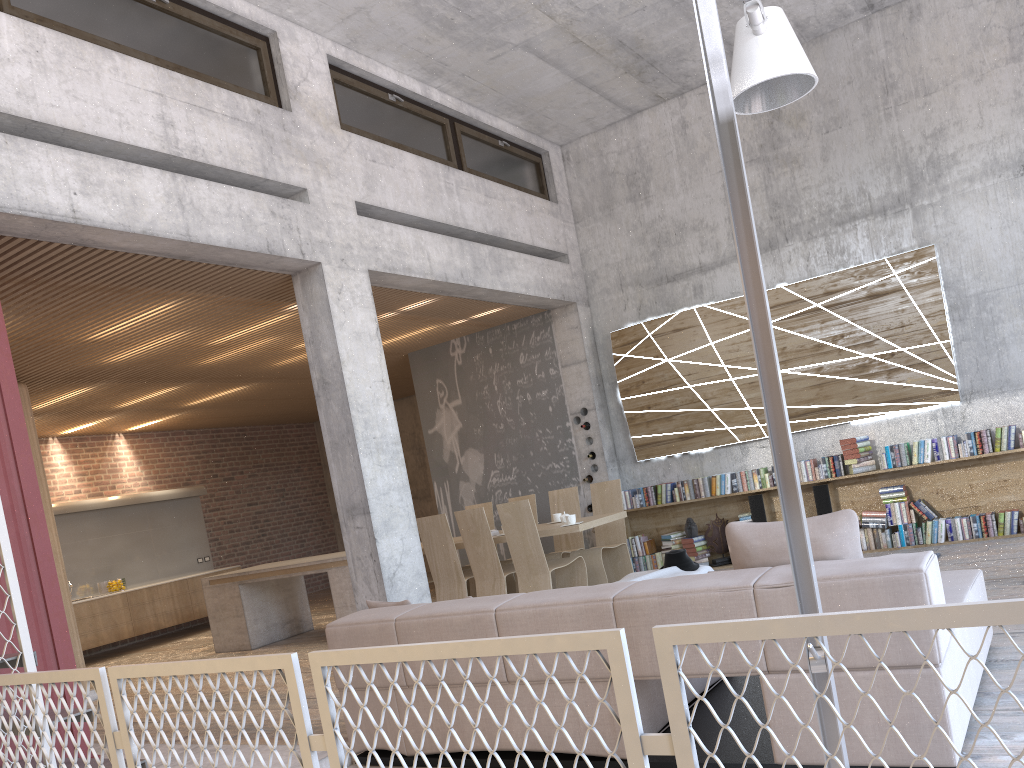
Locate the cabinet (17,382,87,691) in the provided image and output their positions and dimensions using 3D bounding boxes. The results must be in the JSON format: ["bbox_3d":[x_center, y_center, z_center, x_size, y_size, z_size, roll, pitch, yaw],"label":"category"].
[{"bbox_3d":[-6.418,1.913,9.074,3.807,3.130,1.497,-13,-1,32],"label":"cabinet"}]

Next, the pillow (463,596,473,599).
[{"bbox_3d":[-0.286,1.325,4.759,0.375,0.359,0.184,-12,-1,32],"label":"pillow"}]

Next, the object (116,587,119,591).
[{"bbox_3d":[-5.603,2.913,12.456,0.051,0.053,0.064,-10,-3,-15],"label":"object"}]

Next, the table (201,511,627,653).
[{"bbox_3d":[-1.225,2.218,9.528,5.260,0.923,1.001,-15,-4,32],"label":"table"}]

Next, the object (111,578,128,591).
[{"bbox_3d":[-5.721,2.929,12.783,0.193,0.170,0.188,-13,-4,43],"label":"object"}]

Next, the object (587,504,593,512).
[{"bbox_3d":[1.008,1.460,10.428,0.091,0.090,0.332,-12,-6,32],"label":"object"}]

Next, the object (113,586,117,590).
[{"bbox_3d":[-5.624,2.884,12.418,0.053,0.054,0.060,-13,-3,44],"label":"object"}]

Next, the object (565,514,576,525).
[{"bbox_3d":[0.534,1.219,7.866,0.092,0.088,0.118,-10,-3,-14],"label":"object"}]

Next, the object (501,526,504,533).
[{"bbox_3d":[-0.047,1.377,8.294,0.092,0.088,0.118,-10,-3,-14],"label":"object"}]

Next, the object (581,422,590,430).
[{"bbox_3d":[0.892,0.489,10.258,0.091,0.090,0.332,-12,-6,32],"label":"object"}]

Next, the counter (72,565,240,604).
[{"bbox_3d":[-5.699,2.991,12.527,0.662,0.020,4.041,-15,-7,31],"label":"counter"}]

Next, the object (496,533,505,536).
[{"bbox_3d":[-0.043,1.421,8.308,0.187,0.014,0.184,-13,-7,18],"label":"object"}]

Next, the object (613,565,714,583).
[{"bbox_3d":[1.204,1.602,6.507,1.578,0.502,1.061,-6,-7,-39],"label":"object"}]

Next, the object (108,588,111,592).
[{"bbox_3d":[-5.717,2.930,12.479,0.059,0.057,0.052,-10,-2,-21],"label":"object"}]

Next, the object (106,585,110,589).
[{"bbox_3d":[-5.743,2.888,12.487,0.064,0.051,0.052,-13,-3,36],"label":"object"}]

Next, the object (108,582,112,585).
[{"bbox_3d":[-5.715,2.836,12.464,0.063,0.051,0.053,-12,-3,25],"label":"object"}]

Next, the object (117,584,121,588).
[{"bbox_3d":[-5.592,2.877,12.478,0.060,0.055,0.052,-8,-3,-44],"label":"object"}]

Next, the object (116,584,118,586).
[{"bbox_3d":[-5.622,2.880,12.486,0.051,0.053,0.063,-10,-3,-15],"label":"object"}]

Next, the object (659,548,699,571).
[{"bbox_3d":[1.257,1.336,6.632,0.305,0.169,0.297,-12,-5,19],"label":"object"}]

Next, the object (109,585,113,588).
[{"bbox_3d":[-5.687,2.876,12.461,0.052,0.053,0.061,-12,-3,39],"label":"object"}]

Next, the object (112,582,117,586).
[{"bbox_3d":[-5.642,2.843,12.441,0.061,0.052,0.054,-10,-2,-10],"label":"object"}]

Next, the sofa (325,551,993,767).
[{"bbox_3d":[1.082,1.337,5.174,3.040,0.784,2.984,-14,-7,32],"label":"sofa"}]

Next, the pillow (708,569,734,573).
[{"bbox_3d":[1.102,0.984,3.996,0.377,0.373,0.168,-11,1,6],"label":"pillow"}]

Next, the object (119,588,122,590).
[{"bbox_3d":[-5.612,2.926,12.536,0.051,0.056,0.061,-11,-3,23],"label":"object"}]

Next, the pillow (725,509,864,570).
[{"bbox_3d":[1.243,0.826,3.764,0.571,0.557,0.218,-12,0,34],"label":"pillow"}]

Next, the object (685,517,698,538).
[{"bbox_3d":[1.995,1.601,9.783,0.147,0.229,0.134,-11,0,29],"label":"object"}]

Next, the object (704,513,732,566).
[{"bbox_3d":[2.312,1.713,9.741,0.343,0.569,0.196,-11,1,-8],"label":"object"}]

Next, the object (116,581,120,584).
[{"bbox_3d":[-5.603,2.828,12.481,0.051,0.053,0.064,-10,-3,-10],"label":"object"}]

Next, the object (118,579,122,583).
[{"bbox_3d":[-5.611,2.824,12.548,0.050,0.060,0.060,-10,-2,-23],"label":"object"}]

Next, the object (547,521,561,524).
[{"bbox_3d":[0.465,1.375,8.743,0.188,0.014,0.183,-15,-8,35],"label":"object"}]

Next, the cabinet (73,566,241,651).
[{"bbox_3d":[-5.943,2.673,12.629,1.090,2.068,4.077,-10,-4,32],"label":"cabinet"}]

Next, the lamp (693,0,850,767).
[{"bbox_3d":[1.057,-0.175,3.531,0.762,3.425,2.608,-10,-1,19],"label":"lamp"}]

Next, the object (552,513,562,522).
[{"bbox_3d":[0.454,1.338,8.750,0.093,0.088,0.117,-11,-3,-4],"label":"object"}]

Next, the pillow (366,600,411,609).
[{"bbox_3d":[-0.629,1.375,4.954,0.367,0.366,0.185,-12,-1,37],"label":"pillow"}]

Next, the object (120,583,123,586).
[{"bbox_3d":[-5.588,2.868,12.536,0.054,0.054,0.061,-12,-3,23],"label":"object"}]

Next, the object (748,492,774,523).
[{"bbox_3d":[2.723,1.557,9.462,0.154,0.760,0.269,-10,2,32],"label":"object"}]

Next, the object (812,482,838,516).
[{"bbox_3d":[3.287,1.409,9.093,0.154,0.760,0.269,-10,2,32],"label":"object"}]

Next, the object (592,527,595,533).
[{"bbox_3d":[1.064,1.975,10.145,0.248,0.683,0.271,-11,1,-6],"label":"object"}]

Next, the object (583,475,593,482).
[{"bbox_3d":[0.928,1.115,10.330,0.096,0.095,0.335,-12,-6,32],"label":"object"}]

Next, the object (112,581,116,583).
[{"bbox_3d":[-5.672,2.829,12.502,0.050,0.053,0.063,-10,-3,-22],"label":"object"}]

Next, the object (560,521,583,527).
[{"bbox_3d":[0.538,1.263,7.880,0.187,0.014,0.184,-13,-7,18],"label":"object"}]

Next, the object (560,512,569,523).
[{"bbox_3d":[0.514,1.288,8.476,0.090,0.112,0.121,-11,-3,23],"label":"object"}]

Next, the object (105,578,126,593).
[{"bbox_3d":[-5.655,2.870,12.508,0.210,0.174,0.187,-12,-3,32],"label":"object"}]

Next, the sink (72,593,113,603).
[{"bbox_3d":[-5.940,3.062,12.062,0.530,0.191,0.723,-14,-7,32],"label":"sink"}]

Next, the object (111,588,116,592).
[{"bbox_3d":[-5.660,2.922,12.456,0.064,0.063,0.074,-11,-3,-3],"label":"object"}]

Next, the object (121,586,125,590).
[{"bbox_3d":[-5.555,2.912,12.528,0.053,0.052,0.062,-11,-3,16],"label":"object"}]

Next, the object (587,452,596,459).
[{"bbox_3d":[0.978,0.837,10.302,0.095,0.093,0.343,-12,-6,32],"label":"object"}]
